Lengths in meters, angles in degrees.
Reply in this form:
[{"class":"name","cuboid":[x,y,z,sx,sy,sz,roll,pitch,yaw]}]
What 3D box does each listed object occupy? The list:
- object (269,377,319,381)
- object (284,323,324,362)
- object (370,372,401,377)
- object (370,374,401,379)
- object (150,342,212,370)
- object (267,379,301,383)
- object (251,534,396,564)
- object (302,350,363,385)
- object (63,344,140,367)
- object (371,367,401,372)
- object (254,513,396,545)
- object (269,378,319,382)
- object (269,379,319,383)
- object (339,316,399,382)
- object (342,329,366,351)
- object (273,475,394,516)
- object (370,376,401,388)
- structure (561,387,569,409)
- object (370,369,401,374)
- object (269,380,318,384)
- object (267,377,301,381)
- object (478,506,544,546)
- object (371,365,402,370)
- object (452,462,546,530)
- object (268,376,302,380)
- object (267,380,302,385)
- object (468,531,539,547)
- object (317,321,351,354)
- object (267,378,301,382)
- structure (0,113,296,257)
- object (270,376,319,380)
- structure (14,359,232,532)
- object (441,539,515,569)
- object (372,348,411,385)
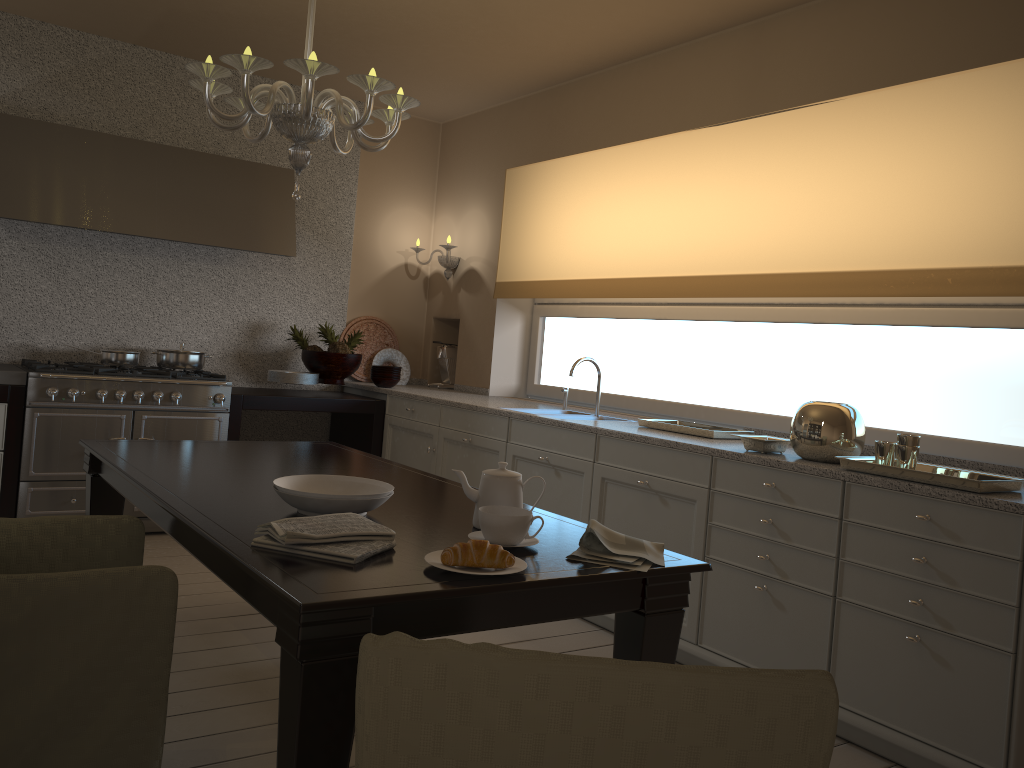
[{"class":"object","cuboid":[-1.224,-0.025,4.957,0.279,0.011,0.278,7,3,42]},{"class":"object","cuboid":[-1.215,-0.215,5.227,0.278,0.284,0.138,5,0,11]},{"class":"object","cuboid":[-0.754,-0.034,5.269,0.180,0.063,0.180,6,2,33]},{"class":"object","cuboid":[-0.755,-0.020,5.269,0.180,0.063,0.180,6,2,33]},{"class":"object","cuboid":[-1.808,-0.156,4.848,0.266,0.146,0.265,5,2,13]},{"class":"object","cuboid":[-1.225,-0.012,4.957,0.279,0.011,0.278,7,3,42]},{"class":"object","cuboid":[-0.366,0.313,1.742,0.232,0.026,0.164,5,2,20]},{"class":"object","cuboid":[-1.068,-0.095,5.235,0.352,0.188,0.351,6,2,38]},{"class":"object","cuboid":[-2.148,-0.150,4.672,0.370,0.090,0.198,5,2,7]},{"class":"object","cuboid":[-0.751,-0.061,5.270,0.180,0.064,0.180,4,2,-27]},{"class":"object","cuboid":[-0.374,0.297,1.777,0.233,0.051,0.165,3,2,-35]},{"class":"object","cuboid":[-1.224,-0.020,4.956,0.279,0.011,0.278,7,3,42]},{"class":"object","cuboid":[-1.225,-0.015,4.957,0.279,0.011,0.278,7,3,42]},{"class":"object","cuboid":[-0.925,-0.226,5.750,0.430,0.430,0.064,4,0,-35]},{"class":"object","cuboid":[-1.003,-0.202,5.350,0.138,0.284,0.275,5,1,40]},{"class":"object","cuboid":[-0.424,0.270,2.100,0.281,0.066,0.282,3,3,-41]},{"class":"object","cuboid":[-0.756,-0.007,5.269,0.180,0.063,0.180,6,2,33]},{"class":"structure","cuboid":[0.273,0.086,4.606,0.036,0.135,0.024,5,0,-35]},{"class":"object","cuboid":[-0.754,-0.049,5.268,0.180,0.066,0.180,3,2,-43]},{"class":"object","cuboid":[-1.225,-0.009,4.956,0.279,0.011,0.278,7,3,42]},{"class":"object","cuboid":[-1.225,-0.023,4.957,0.279,0.011,0.278,7,3,42]},{"class":"object","cuboid":[-0.013,0.308,1.909,0.124,0.069,0.116,3,2,-42]},{"class":"object","cuboid":[-0.748,-0.075,5.271,0.180,0.065,0.180,4,2,-27]},{"class":"object","cuboid":[-0.032,0.259,2.068,0.197,0.156,0.118,4,1,-29]},{"class":"object","cuboid":[-1.224,-0.029,4.957,0.279,0.011,0.278,7,3,42]},{"class":"object","cuboid":[-1.226,-0.007,4.957,0.279,0.011,0.278,7,3,42]},{"class":"object","cuboid":[-0.019,0.338,1.906,0.154,0.012,0.154,5,2,16]},{"class":"object","cuboid":[-1.051,-0.234,5.195,0.269,0.278,0.160,5,1,37]},{"class":"object","cuboid":[-1.225,-0.017,4.957,0.279,0.011,0.278,7,3,42]},{"class":"structure","cuboid":[-2.001,-1.025,4.696,1.659,0.510,0.480,3,2,-35]},{"class":"object","cuboid":[-1.224,-0.031,4.957,0.279,0.011,0.278,7,3,42]},{"class":"structure","cuboid":[-2.007,0.317,4.525,0.928,0.805,0.706,4,1,-35]},{"class":"object","cuboid":[-0.064,0.318,1.661,0.138,0.051,0.062,4,1,-16]},{"class":"object","cuboid":[-0.787,-0.096,5.765,0.282,0.273,0.093,4,0,-34]}]
